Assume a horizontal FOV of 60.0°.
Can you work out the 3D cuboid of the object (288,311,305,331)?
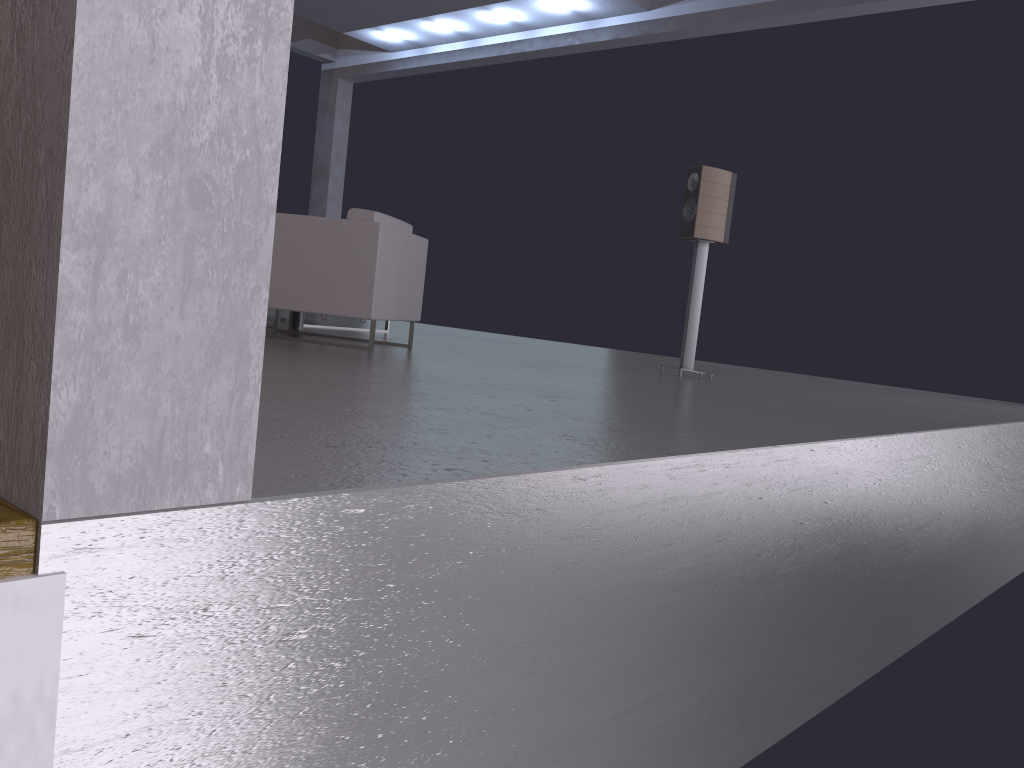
[{"bbox_3d":[-1.500,-0.586,6.224,0.109,0.435,0.109,4,5,-22],"label":"object"}]

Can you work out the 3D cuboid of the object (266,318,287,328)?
[{"bbox_3d":[-1.708,-0.442,6.343,0.235,0.087,0.079,8,5,18],"label":"object"}]

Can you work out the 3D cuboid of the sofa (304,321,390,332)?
[{"bbox_3d":[-2.204,-1.020,8.201,2.353,0.824,1.026,10,6,40],"label":"sofa"}]

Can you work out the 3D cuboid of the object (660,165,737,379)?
[{"bbox_3d":[1.254,-0.723,5.846,0.333,1.363,0.243,5,5,-19],"label":"object"}]

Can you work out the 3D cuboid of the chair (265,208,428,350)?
[{"bbox_3d":[-1.172,-0.678,5.529,1.026,0.808,0.936,7,5,11],"label":"chair"}]
